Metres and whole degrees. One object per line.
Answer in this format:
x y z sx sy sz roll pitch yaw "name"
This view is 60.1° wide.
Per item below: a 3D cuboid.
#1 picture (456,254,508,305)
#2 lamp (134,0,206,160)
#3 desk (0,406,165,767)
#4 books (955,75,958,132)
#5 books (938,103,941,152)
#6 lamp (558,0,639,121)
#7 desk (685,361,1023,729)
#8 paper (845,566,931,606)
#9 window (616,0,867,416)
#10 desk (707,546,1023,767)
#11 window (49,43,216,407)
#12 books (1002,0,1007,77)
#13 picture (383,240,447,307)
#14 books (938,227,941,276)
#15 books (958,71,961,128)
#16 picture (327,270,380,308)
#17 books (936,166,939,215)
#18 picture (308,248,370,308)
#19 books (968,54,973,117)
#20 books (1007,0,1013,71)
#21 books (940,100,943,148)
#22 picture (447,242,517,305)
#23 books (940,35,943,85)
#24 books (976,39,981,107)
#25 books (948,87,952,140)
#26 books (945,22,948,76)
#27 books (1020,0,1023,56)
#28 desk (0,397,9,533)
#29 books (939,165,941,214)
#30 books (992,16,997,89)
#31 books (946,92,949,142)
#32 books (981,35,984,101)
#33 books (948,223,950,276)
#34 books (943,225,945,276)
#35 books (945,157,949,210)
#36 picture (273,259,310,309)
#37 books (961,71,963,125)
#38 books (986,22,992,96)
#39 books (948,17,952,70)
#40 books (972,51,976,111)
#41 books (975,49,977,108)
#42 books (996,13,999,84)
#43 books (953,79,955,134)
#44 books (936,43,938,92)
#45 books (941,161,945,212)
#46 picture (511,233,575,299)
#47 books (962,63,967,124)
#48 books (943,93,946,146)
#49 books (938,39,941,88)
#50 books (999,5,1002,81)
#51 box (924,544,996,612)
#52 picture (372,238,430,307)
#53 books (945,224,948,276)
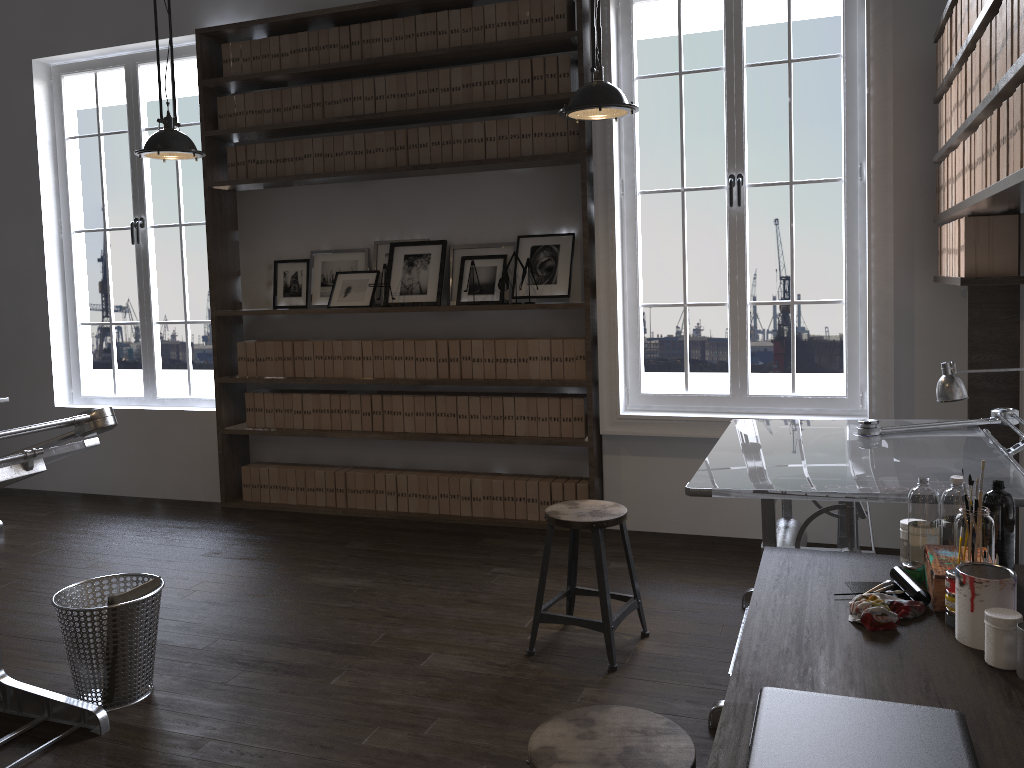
-0.174 -0.604 5.149 0.289 0.289 0.127 0 5 20 "picture"
-1.629 -2.183 4.061 0.313 2.245 0.312 -2 4 0 "lamp"
-1.988 0.506 2.207 1.076 1.381 2.290 0 6 20 "desk"
1.782 -1.064 3.361 0.174 0.225 0.067 0 4 20 "books"
1.996 -1.145 3.941 0.174 0.225 0.067 0 4 20 "books"
0.297 -2.162 3.348 0.313 2.245 0.312 -2 4 0 "lamp"
1.229 0.452 3.006 1.071 1.094 1.274 0 6 20 "desk"
0.835 0.450 1.976 0.137 0.038 0.156 -1 7 6 "paper"
1.159 -0.972 4.563 1.244 2.301 0.154 0 4 20 "window"
0.703 0.868 1.479 0.655 0.667 1.676 0 7 20 "desk"
-2.520 -1.019 6.045 1.482 2.489 0.154 0 4 20 "window"
1.423 -0.937 2.385 0.174 0.225 0.067 0 4 20 "books"
-0.579 -0.658 5.285 0.373 0.390 0.149 0 5 20 "picture"
2.017 -0.598 3.986 0.174 0.225 0.067 0 4 20 "books"
1.764 -1.056 3.301 0.174 0.225 0.067 0 4 20 "books"
-0.967 -0.576 5.406 0.300 0.228 0.145 0 5 20 "picture"
2.035 -0.883 4.043 0.174 0.225 0.067 0 4 20 "books"
-1.082 -0.656 5.523 0.415 0.364 0.083 0 4 20 "picture"
1.664 -1.021 3.034 0.174 0.225 0.067 0 4 20 "books"
1.398 -0.928 2.318 0.174 0.225 0.067 0 4 20 "books"
1.973 -1.136 3.873 0.174 0.225 0.067 0 4 20 "books"
-0.173 -0.643 5.190 0.434 0.360 0.095 0 4 20 "picture"
1.967 -1.412 3.861 0.174 0.225 0.067 0 4 20 "books"
1.590 -0.996 2.839 0.174 0.225 0.067 0 4 20 "books"
1.884 -1.103 3.621 0.174 0.225 0.067 0 4 20 "books"
1.893 -1.387 3.666 0.174 0.225 0.067 0 4 20 "books"
1.357 -0.911 2.185 0.174 0.225 0.067 0 4 20 "books"
-3.506 0.348 4.807 1.171 1.185 1.274 0 6 20 "desk"
2.017 -0.875 3.978 0.174 0.225 0.067 0 4 20 "books"
1.501 -0.963 2.582 0.174 0.225 0.067 0 4 20 "books"
1.908 -1.112 3.687 0.174 0.225 0.067 0 4 20 "books"
1.572 -0.988 2.775 0.174 0.225 0.067 0 4 20 "books"
1.900 -0.556 3.659 0.174 0.225 0.067 0 4 20 "books"
1.946 -0.573 3.796 0.174 0.225 0.067 0 4 20 "books"
1.914 -0.840 3.710 0.174 0.225 0.067 0 4 20 "books"
-1.408 -0.638 5.665 0.267 0.314 0.058 0 4 20 "picture"
1.744 -1.048 3.238 0.174 0.225 0.067 0 4 20 "books"
1.522 -0.971 2.649 0.174 0.225 0.067 0 4 20 "books"
1.870 -1.378 3.597 0.174 0.225 0.067 0 4 20 "books"
1.643 -1.013 2.966 0.174 0.225 0.067 0 4 20 "books"
1.619 -1.004 2.900 0.174 0.225 0.067 0 4 20 "books"
1.479 -0.954 2.516 0.174 0.225 0.067 0 4 20 "books"
1.807 -1.072 3.429 0.174 0.225 0.067 0 4 20 "books"
2.013 -1.430 3.998 0.174 0.225 0.067 0 4 20 "books"
1.965 -0.858 3.847 0.174 0.225 0.067 0 4 20 "books"
0.178 -0.670 5.027 0.343 0.363 0.161 0 5 20 "picture"
1.713 -1.039 3.171 0.174 0.225 0.067 0 4 20 "books"
1.926 -1.120 3.752 0.174 0.225 0.067 0 4 20 "books"
1.989 -1.421 3.930 0.174 0.225 0.067 0 4 20 "books"
1.451 -0.946 2.452 0.174 0.225 0.067 0 4 20 "books"
0.984 0.424 1.936 0.137 0.083 0.213 0 7 20 "box"
-0.678 -0.673 5.377 0.369 0.404 0.091 0 4 20 "picture"
1.921 -0.565 3.728 0.174 0.225 0.067 0 4 20 "books"
